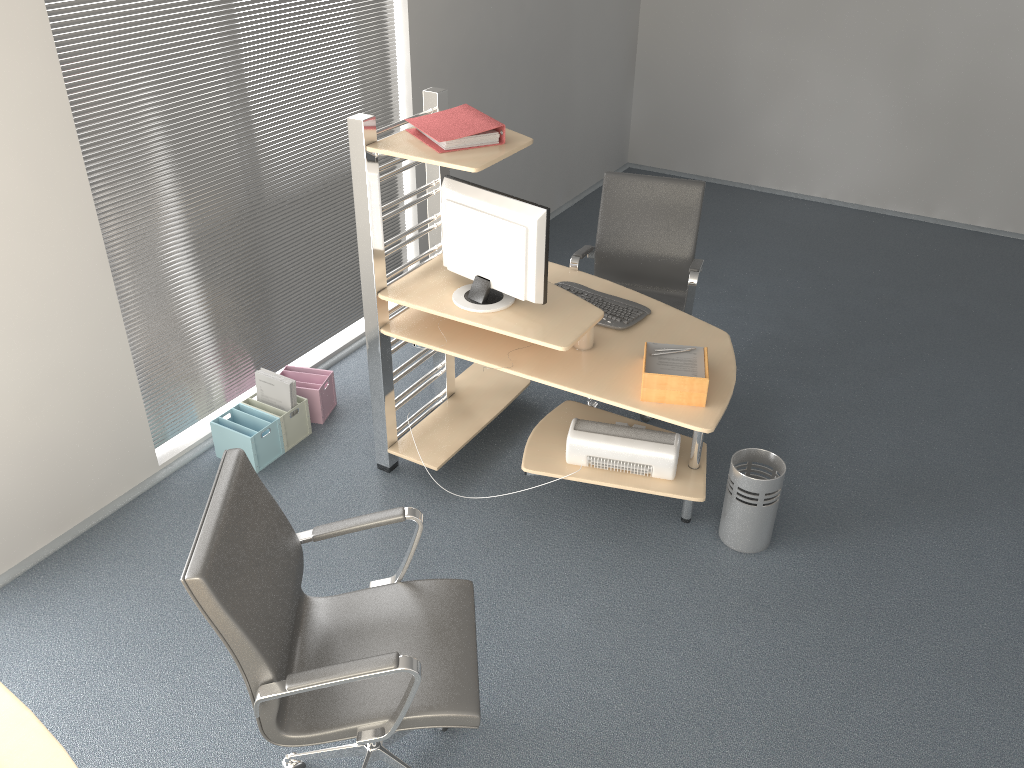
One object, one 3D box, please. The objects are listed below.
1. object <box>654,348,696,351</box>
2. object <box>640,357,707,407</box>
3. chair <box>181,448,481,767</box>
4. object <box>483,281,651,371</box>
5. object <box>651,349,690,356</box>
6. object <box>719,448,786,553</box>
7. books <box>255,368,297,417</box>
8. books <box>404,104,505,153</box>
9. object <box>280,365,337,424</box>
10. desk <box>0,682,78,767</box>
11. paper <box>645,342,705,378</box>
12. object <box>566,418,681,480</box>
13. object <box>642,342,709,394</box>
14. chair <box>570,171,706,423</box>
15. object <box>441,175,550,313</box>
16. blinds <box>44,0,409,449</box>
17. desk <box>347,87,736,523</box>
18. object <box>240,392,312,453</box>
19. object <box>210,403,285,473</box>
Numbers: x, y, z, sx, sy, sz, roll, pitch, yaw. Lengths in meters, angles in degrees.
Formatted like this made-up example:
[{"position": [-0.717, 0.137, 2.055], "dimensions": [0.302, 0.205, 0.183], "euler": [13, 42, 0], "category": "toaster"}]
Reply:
[{"position": [0.608, -0.129, 3.295], "dimensions": [0.159, 0.009, 0.008], "euler": [-3, 32, -6], "category": "object"}, {"position": [0.590, -0.034, 3.234], "dimensions": [0.225, 0.060, 0.309], "euler": [5, 32, 7], "category": "object"}, {"position": [-0.422, 0.730, 2.431], "dimensions": [0.652, 1.048, 0.584], "euler": [-2, 32, -4], "category": "chair"}, {"position": [0.171, -0.208, 3.584], "dimensions": [0.478, 0.082, 0.814], "euler": [23, 38, 31], "category": "object"}, {"position": [0.588, -0.117, 3.276], "dimensions": [0.159, 0.009, 0.008], "euler": [-7, 33, -13], "category": "object"}, {"position": [0.953, 0.469, 3.535], "dimensions": [0.208, 0.377, 0.208], "euler": [-8, 33, -14], "category": "object"}, {"position": [-1.092, 0.097, 4.124], "dimensions": [0.220, 0.306, 0.068], "euler": [18, 36, 25], "category": "books"}, {"position": [-0.213, -0.945, 3.264], "dimensions": [0.262, 0.072, 0.320], "euler": [-15, 35, -24], "category": "books"}, {"position": [-1.011, 0.055, 4.328], "dimensions": [0.245, 0.202, 0.185], "euler": [7, 32, 10], "category": "object"}, {"position": [-1.123, 0.960, 1.551], "dimensions": [1.469, 1.566, 0.967], "euler": [17, 35, 25], "category": "desk"}, {"position": [0.591, -0.069, 3.214], "dimensions": [0.210, 0.010, 0.297], "euler": [5, 32, 7], "category": "paper"}, {"position": [0.464, 0.205, 3.602], "dimensions": [0.438, 0.162, 0.351], "euler": [8, 33, 12], "category": "object"}, {"position": [0.591, -0.082, 3.204], "dimensions": [0.225, 0.060, 0.309], "euler": [5, 32, 7], "category": "object"}, {"position": [0.593, -0.397, 4.273], "dimensions": [0.584, 1.048, 0.652], "euler": [9, 33, 14], "category": "chair"}, {"position": [-0.114, -0.516, 3.354], "dimensions": [0.245, 0.418, 0.516], "euler": [-22, 38, -32], "category": "object"}, {"position": [-1.101, -1.321, 3.922], "dimensions": [0.022, 2.770, 1.950], "euler": [17, 35, 25], "category": "blinds"}, {"position": [0.276, -0.299, 3.617], "dimensions": [1.469, 1.566, 0.967], "euler": [17, 35, 25], "category": "desk"}, {"position": [-1.100, 0.164, 4.150], "dimensions": [0.245, 0.202, 0.185], "euler": [18, 35, 25], "category": "object"}, {"position": [-1.193, 0.247, 4.013], "dimensions": [0.245, 0.202, 0.185], "euler": [18, 35, 25], "category": "object"}]
